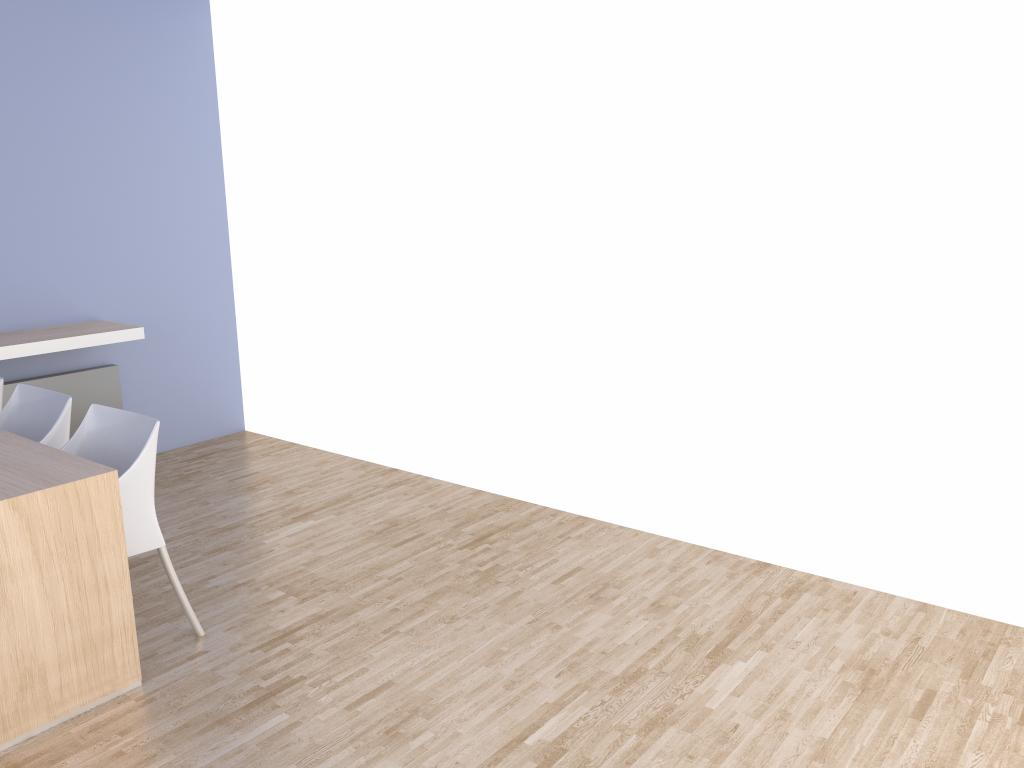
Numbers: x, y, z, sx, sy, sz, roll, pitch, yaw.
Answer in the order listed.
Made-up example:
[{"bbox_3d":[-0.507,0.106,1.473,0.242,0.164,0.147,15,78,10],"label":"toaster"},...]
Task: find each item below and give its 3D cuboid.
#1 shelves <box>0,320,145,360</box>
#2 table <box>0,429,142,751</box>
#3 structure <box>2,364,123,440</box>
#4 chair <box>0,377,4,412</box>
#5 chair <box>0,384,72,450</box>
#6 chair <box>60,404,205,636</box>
[{"bbox_3d":[-3.323,0.431,3.419,0.463,0.840,3.901,9,16,37],"label":"shelves"},{"bbox_3d":[-2.414,0.557,3.073,2.340,0.718,1.002,9,16,37],"label":"table"},{"bbox_3d":[-3.423,0.480,3.598,0.064,0.503,3.843,9,16,37],"label":"structure"},{"bbox_3d":[-2.372,0.369,3.745,0.510,0.793,0.486,9,16,37],"label":"chair"},{"bbox_3d":[-1.910,0.441,3.390,0.510,0.793,0.486,9,16,38],"label":"chair"},{"bbox_3d":[-1.440,0.513,3.031,0.510,0.793,0.486,9,16,37],"label":"chair"}]
